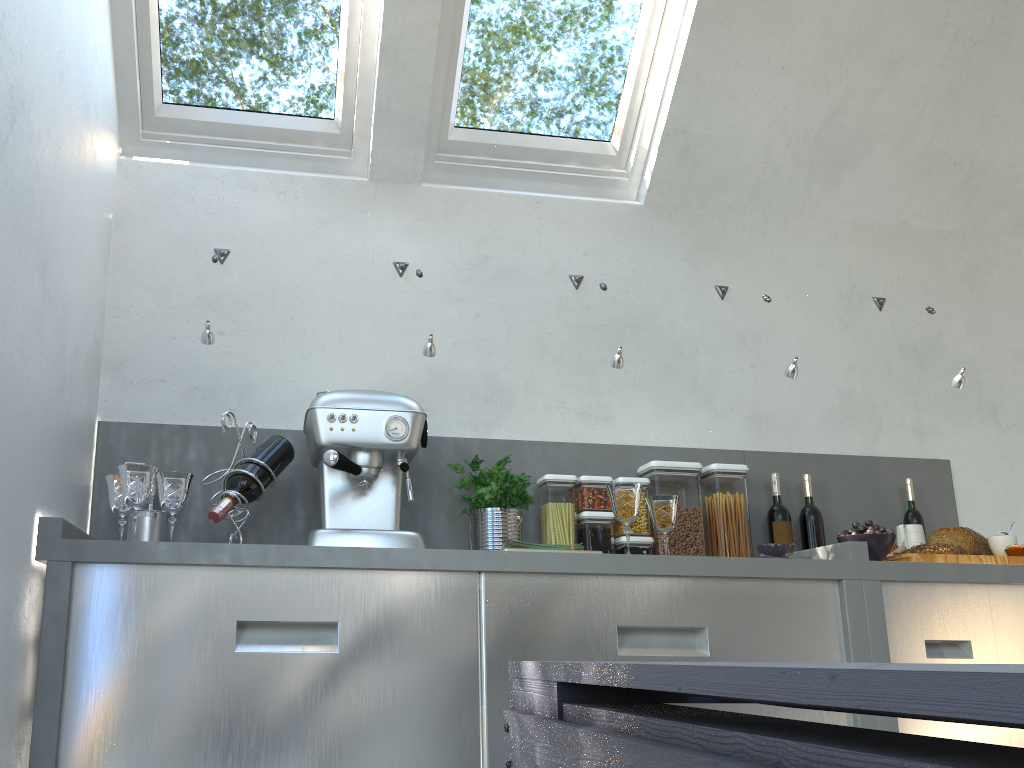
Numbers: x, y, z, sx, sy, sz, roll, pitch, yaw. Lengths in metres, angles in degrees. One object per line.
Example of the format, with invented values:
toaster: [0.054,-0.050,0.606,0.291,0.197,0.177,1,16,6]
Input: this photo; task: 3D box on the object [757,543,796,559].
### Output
object: [0.713,0.464,2.386,0.117,0.055,0.117,-1,-17,3]

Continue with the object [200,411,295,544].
object: [-0.760,0.271,2.379,0.242,0.386,0.326,-5,-15,15]

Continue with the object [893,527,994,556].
object: [1.260,0.465,2.558,0.431,0.109,0.136,15,-22,-40]

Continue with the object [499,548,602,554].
object: [0.081,0.454,2.315,0.256,0.012,0.189,5,-18,-13]

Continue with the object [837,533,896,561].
object: [0.980,0.461,2.412,0.156,0.077,0.140,-11,-20,34]

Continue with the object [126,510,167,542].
object: [-1.025,0.426,2.450,0.113,0.129,0.103,-9,-17,28]

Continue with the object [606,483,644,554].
object: [0.303,0.363,2.305,0.105,0.188,0.094,-11,-17,35]

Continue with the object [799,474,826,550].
object: [0.973,0.463,2.838,0.071,0.338,0.074,1,-13,-9]

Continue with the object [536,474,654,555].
object: [0.256,0.438,2.703,0.335,0.288,0.110,2,-14,-9]

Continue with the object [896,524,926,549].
object: [1.212,0.488,2.649,0.083,0.117,0.089,-3,-15,9]

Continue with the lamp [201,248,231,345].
lamp: [-0.884,-0.277,2.616,0.058,0.429,0.347,2,-15,-15]

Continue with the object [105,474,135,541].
object: [-1.002,0.335,2.251,0.093,0.188,0.105,11,-18,-40]

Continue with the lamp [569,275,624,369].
lamp: [0.269,-0.214,2.786,0.058,0.429,0.347,2,-15,-15]

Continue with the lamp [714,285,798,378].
lamp: [0.810,-0.184,2.870,0.057,0.427,0.359,5,-16,-24]

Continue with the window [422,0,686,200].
window: [0.218,-1.524,2.626,0.814,1.362,1.542,3,-16,-13]

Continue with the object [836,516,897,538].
object: [0.979,0.413,2.423,0.153,0.093,0.150,8,-18,-25]

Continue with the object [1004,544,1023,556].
object: [1.439,0.479,2.492,0.056,0.045,0.063,8,-18,-26]

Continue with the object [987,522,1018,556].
object: [1.436,0.461,2.559,0.077,0.118,0.070,-10,-17,32]

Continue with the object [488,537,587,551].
object: [0.060,0.430,2.316,0.280,0.052,0.143,-1,-17,5]

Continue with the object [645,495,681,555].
object: [0.430,0.414,2.465,0.094,0.188,0.104,5,-15,-23]

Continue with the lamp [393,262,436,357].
lamp: [-0.293,-0.244,2.708,0.057,0.427,0.359,5,-16,-24]

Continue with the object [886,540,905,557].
object: [1.072,0.494,2.572,0.200,0.058,0.201,-2,-17,8]

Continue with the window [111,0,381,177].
window: [-0.743,-1.567,2.491,0.814,1.369,1.550,3,-16,-13]

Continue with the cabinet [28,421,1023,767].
cabinet: [0.232,0.811,2.406,2.799,1.449,0.590,3,-14,-9]

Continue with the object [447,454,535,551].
object: [-0.058,0.372,2.586,0.265,0.335,0.238,-9,-17,30]

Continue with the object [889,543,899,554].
object: [1.112,0.509,2.636,0.126,0.075,0.114,-10,-19,30]

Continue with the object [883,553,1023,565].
object: [1.253,0.527,2.529,0.461,0.027,0.320,4,-18,-10]

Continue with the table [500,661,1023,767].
table: [0.975,0.428,0.043,1.571,0.781,1.570,4,-17,-11]

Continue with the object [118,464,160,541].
object: [-0.915,0.297,2.130,0.095,0.188,0.103,4,-15,-18]

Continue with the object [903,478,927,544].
object: [1.332,0.483,2.891,0.061,0.338,0.064,1,-13,-9]

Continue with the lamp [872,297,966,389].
lamp: [1.372,-0.154,2.948,0.058,0.429,0.347,2,-15,-15]

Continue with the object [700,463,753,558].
object: [0.683,0.441,2.791,0.125,0.347,0.133,2,-14,-13]

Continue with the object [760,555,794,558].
object: [0.714,0.467,2.341,0.125,0.013,0.030,13,-21,-35]

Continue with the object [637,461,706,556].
object: [0.508,0.430,2.763,0.171,0.347,0.133,2,-14,-12]

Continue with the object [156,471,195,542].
object: [-0.857,0.322,2.208,0.101,0.188,0.098,-3,-14,10]

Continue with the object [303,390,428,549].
object: [-0.404,0.246,2.450,0.350,0.491,0.446,3,-15,-13]

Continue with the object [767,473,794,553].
object: [0.863,0.457,2.822,0.070,0.338,0.076,3,-14,-19]
